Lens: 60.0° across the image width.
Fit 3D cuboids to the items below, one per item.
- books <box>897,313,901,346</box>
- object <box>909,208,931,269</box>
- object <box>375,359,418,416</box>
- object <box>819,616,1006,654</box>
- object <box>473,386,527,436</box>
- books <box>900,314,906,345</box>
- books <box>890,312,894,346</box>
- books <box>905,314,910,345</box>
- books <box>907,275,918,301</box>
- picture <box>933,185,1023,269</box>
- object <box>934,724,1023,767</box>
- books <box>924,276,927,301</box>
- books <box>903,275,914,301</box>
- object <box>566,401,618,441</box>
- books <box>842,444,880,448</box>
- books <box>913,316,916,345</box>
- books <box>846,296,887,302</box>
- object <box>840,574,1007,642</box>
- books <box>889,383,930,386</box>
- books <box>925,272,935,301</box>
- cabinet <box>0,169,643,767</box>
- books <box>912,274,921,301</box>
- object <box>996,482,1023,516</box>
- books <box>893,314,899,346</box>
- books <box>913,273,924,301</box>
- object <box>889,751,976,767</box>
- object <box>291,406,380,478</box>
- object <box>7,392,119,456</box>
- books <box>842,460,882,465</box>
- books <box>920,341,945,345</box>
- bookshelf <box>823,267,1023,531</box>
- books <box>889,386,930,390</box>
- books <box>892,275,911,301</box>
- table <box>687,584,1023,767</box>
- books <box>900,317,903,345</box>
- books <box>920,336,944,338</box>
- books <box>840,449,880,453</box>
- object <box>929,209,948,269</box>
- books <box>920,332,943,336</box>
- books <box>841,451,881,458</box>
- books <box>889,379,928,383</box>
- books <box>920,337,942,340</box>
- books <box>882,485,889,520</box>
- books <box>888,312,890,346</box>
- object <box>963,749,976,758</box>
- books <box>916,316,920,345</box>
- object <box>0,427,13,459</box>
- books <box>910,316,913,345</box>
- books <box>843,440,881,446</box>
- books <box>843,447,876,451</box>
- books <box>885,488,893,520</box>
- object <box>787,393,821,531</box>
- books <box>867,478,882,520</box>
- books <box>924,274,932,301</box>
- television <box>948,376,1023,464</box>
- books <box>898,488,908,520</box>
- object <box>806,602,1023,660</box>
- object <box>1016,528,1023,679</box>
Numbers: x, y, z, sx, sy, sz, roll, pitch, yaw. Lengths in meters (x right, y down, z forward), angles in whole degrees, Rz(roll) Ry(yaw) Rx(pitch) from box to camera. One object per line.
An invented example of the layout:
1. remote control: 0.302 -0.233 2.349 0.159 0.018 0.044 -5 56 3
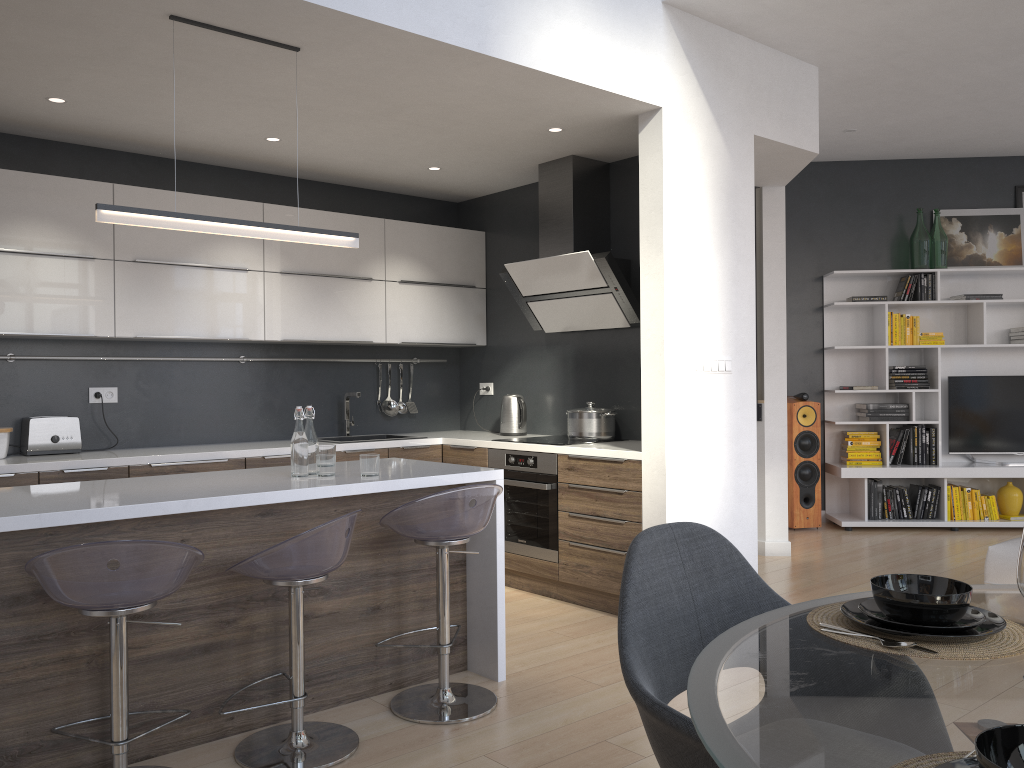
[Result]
1. books: 3.097 -0.435 7.166 0.015 0.263 0.199 -1 0 4
2. object: 3.277 -1.161 7.120 0.157 0.507 0.157 -1 0 18
3. object: -0.788 0.022 6.037 0.320 0.389 0.069 -1 0 -39
4. object: 0.693 0.410 1.524 0.309 0.015 0.206 -1 0 -36
5. object: -0.074 0.176 5.896 0.179 0.318 0.590 -1 0 -34
6. books: 3.136 -0.431 7.160 0.019 0.251 0.180 -1 0 4
7. books: 3.031 -0.440 7.164 0.025 0.270 0.213 -1 0 4
8. books: 3.163 -0.431 7.156 0.035 0.250 0.185 -1 0 4
9. books: 3.201 -0.762 7.140 0.074 0.212 0.154 -1 0 3
10. picture: 4.093 -1.265 7.218 1.279 0.707 0.076 -1 0 4
11. object: 0.522 0.385 0.827 0.258 0.074 0.258 -1 0 -21
12. books: 3.298 -0.757 7.134 0.021 0.200 0.147 -1 0 4
13. books: 3.173 -0.761 7.154 0.087 0.214 0.171 -1 0 5
14. object: 0.465 0.214 5.204 0.288 0.223 0.315 -1 0 0
15. books: 2.832 0.504 7.212 0.251 0.019 0.180 -1 0 4
16. books: 3.216 -0.424 7.151 0.024 0.234 0.172 -1 0 4
17. books: 2.860 -0.676 7.157 0.268 0.046 0.208 -1 0 8
18. object: 0.701 0.380 1.523 0.258 0.074 0.258 0 0 30
19. books: 3.188 0.005 7.142 0.270 0.025 0.189 -1 0 3
20. books: 3.355 -0.773 7.123 0.019 0.230 0.174 -1 0 4
21. cabinet: -1.378 -0.045 3.997 4.694 2.501 2.402 -1 0 -41
22. books: 3.249 -0.765 7.137 0.021 0.221 0.156 -1 0 4
23. object: 3.924 0.901 6.991 0.185 0.257 0.185 -1 0 -18
24. books: 3.066 -0.433 7.166 0.044 0.255 0.198 -1 0 4
25. books: 3.274 -0.772 7.140 0.025 0.232 0.176 -1 0 4
26. object: 0.529 0.423 0.838 0.360 0.002 0.360 0 0 24
27. object: -0.668 0.217 3.362 0.323 0.267 0.148 -1 0 14
28. object: -2.338 0.204 4.620 0.562 0.319 0.191 -1 0 -40
29. books: 2.833 0.635 7.187 0.270 0.029 0.204 -1 0 9
30. books: 3.350 -0.325 7.130 0.190 0.033 0.147 -1 0 4
31. bookshelf: 4.072 0.111 7.018 3.000 2.052 0.455 -1 0 4
32. books: 3.187 0.030 7.140 0.263 0.026 0.189 -1 0 3
33. books: 3.141 -0.762 7.151 0.096 0.213 0.166 -1 0 3
34. table: 0.983 0.800 1.088 1.499 0.764 1.499 0 0 39
35. books: 3.114 -0.418 7.144 0.024 0.229 0.156 -1 0 4
36. books: 3.351 -0.377 7.130 0.187 0.014 0.134 -1 0 4
37. books: 2.830 0.543 7.216 0.263 0.015 0.198 -1 0 7
38. object: 3.437 -1.162 7.165 0.157 0.507 0.157 -1 0 18
39. books: 3.349 -0.397 7.143 0.186 0.026 0.138 -1 0 4
40. books: 2.832 0.573 7.201 0.255 0.044 0.198 -1 0 4
41. books: 3.182 -0.023 7.160 0.266 0.030 0.209 -1 0 3
42. books: 3.344 -0.361 7.115 0.169 0.018 0.113 -1 0 6
43. books: 2.949 0.935 7.088 0.053 0.268 0.202 -1 0 4
44. books: 3.003 -0.439 7.157 0.029 0.270 0.204 -1 0 4
45. object: 0.538 0.415 0.833 0.206 0.015 0.309 -1 0 -31
46. books: 3.243 -0.424 7.152 0.024 0.234 0.172 -1 0 4
47. object: -2.643 0.292 4.308 0.380 0.148 0.263 -1 0 -41
48. books: 3.192 -0.426 7.156 0.023 0.239 0.169 -1 0 4
49. books: 2.842 0.477 7.209 0.250 0.035 0.185 -1 0 7
50. books: 2.818 0.525 7.195 0.228 0.024 0.152 -1 0 8
51. books: 2.981 0.950 7.082 0.053 0.240 0.189 -1 0 5
52. object: 2.276 0.611 7.171 0.290 1.088 0.434 -1 0 -11
53. books: 2.860 0.914 7.099 0.128 0.321 0.259 -1 0 4
54. books: 3.327 -0.766 7.133 0.038 0.218 0.169 -1 0 4
55. television: 4.074 0.284 7.129 1.102 0.704 0.207 -1 0 4
56. books: 3.085 0.947 7.063 0.066 0.242 0.177 -1 0 4
57. object: 0.697 0.418 1.529 0.360 0.002 0.360 0 0 24
58. object: 0.760 0.310 1.251 0.083 0.220 0.083 -1 0 -13
